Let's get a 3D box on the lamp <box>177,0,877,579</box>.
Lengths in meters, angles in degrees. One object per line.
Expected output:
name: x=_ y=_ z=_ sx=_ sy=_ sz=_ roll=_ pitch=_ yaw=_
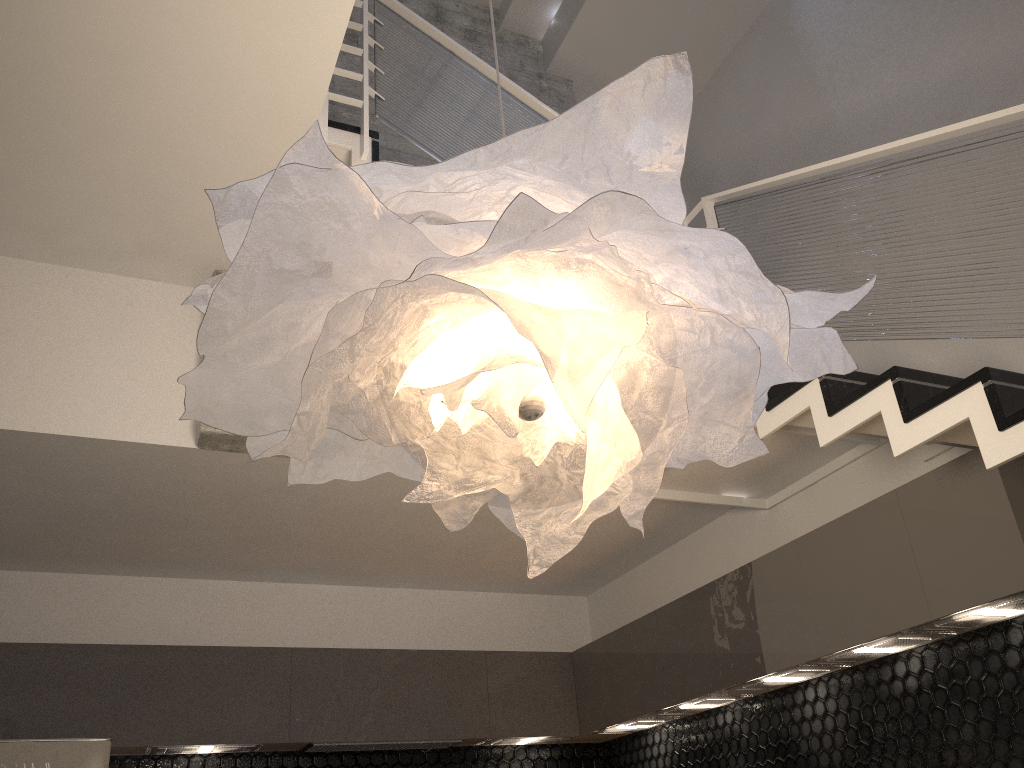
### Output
lamp: x=-0.161 y=-2.014 z=2.487 sx=1.118 sy=5.099 sz=1.085 roll=2 pitch=-27 yaw=-13

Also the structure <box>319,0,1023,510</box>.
structure: x=-0.136 y=-1.573 z=3.525 sx=4.244 sy=8.129 sz=8.627 roll=7 pitch=-30 yaw=-23

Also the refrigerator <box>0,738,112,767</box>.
refrigerator: x=-2.355 y=2.534 z=3.965 sx=0.831 sy=1.674 sz=0.784 roll=7 pitch=-29 yaw=-23
